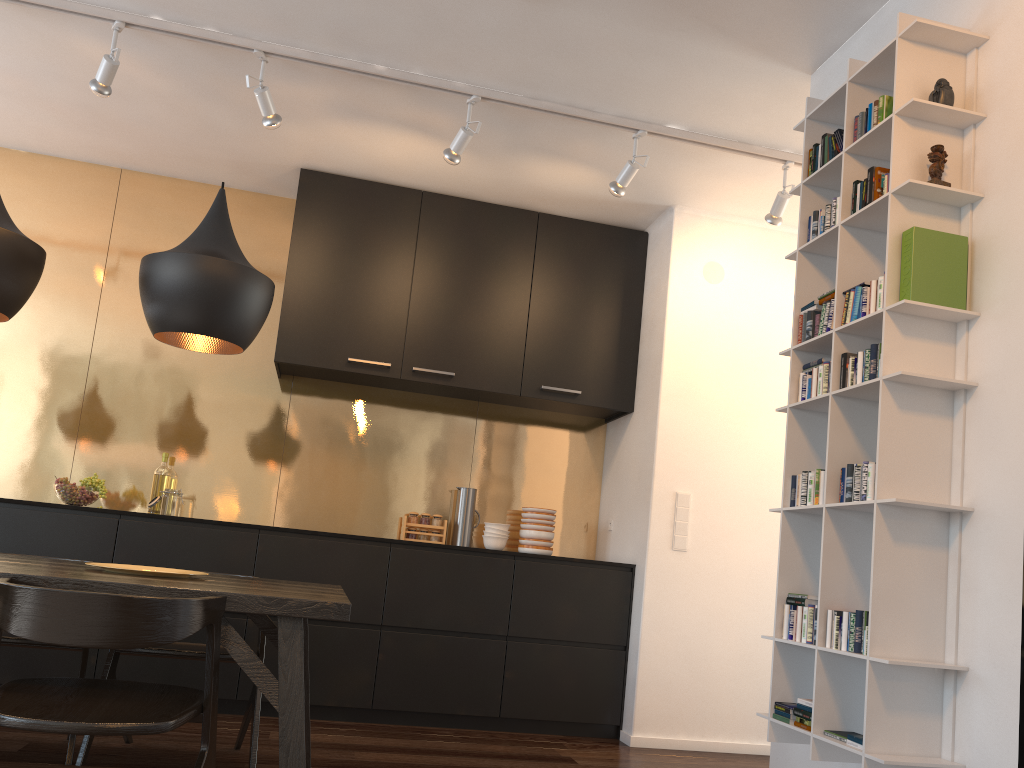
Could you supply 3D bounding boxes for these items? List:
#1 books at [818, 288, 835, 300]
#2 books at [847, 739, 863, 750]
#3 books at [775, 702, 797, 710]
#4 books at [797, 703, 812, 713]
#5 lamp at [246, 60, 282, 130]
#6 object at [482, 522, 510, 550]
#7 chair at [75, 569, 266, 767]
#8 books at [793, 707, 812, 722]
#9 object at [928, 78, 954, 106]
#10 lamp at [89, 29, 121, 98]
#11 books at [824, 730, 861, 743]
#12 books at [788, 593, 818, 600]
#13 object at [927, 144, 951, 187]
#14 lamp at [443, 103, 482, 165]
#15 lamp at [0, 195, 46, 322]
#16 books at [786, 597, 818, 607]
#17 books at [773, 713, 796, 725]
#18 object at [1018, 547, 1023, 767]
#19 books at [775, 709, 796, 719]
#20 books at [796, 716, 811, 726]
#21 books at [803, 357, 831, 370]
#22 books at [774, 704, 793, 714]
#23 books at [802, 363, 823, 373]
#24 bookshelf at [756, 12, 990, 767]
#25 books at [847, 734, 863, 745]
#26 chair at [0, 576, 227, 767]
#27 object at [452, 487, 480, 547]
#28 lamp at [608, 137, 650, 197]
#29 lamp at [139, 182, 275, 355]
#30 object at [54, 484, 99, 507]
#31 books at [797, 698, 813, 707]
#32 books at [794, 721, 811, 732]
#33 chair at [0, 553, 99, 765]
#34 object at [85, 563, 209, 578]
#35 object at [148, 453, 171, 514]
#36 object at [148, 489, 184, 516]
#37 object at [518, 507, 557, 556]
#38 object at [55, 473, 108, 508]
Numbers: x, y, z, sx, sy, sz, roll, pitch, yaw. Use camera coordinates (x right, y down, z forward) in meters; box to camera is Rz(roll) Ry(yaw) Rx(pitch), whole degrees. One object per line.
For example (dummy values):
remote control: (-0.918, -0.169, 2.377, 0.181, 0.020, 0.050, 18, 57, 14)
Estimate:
books: (0.995, -0.269, 2.670, 0.093, 0.014, 0.113, 8, -12, -11)
books: (0.919, 0.933, 2.275, 0.070, 0.013, 0.093, 8, -12, -11)
books: (0.836, 0.956, 2.620, 0.069, 0.008, 0.108, 8, -12, -11)
books: (0.863, 0.921, 2.505, 0.070, 0.013, 0.093, 8, -12, -11)
lamp: (-0.814, -0.232, 4.239, 0.089, 1.827, 1.857, 3, -10, 22)
object: (-0.091, 0.863, 4.985, 0.157, 0.158, 0.156, 3, -10, 17)
chair: (-1.202, 1.043, 3.289, 0.594, 0.664, 0.524, 8, -9, -12)
books: (0.857, 0.941, 2.510, 0.069, 0.022, 0.108, 8, -12, -11)
object: (1.175, -0.786, 2.419, 0.060, 0.100, 0.064, 12, -11, -34)
lamp: (-1.582, -1.276, 3.504, 0.251, 0.237, 0.086, -4, -12, 44)
books: (0.916, 0.956, 2.391, 0.093, 0.012, 0.112, 8, -12, -11)
books: (0.903, 0.643, 2.666, 0.093, 0.012, 0.112, 8, -12, -11)
object: (1.151, -0.581, 2.391, 0.064, 0.138, 0.046, 9, -8, -20)
lamp: (-0.194, -1.076, 3.789, 0.086, 0.237, 0.251, 13, -12, -40)
lamp: (-1.644, -0.489, 2.703, 0.414, 0.535, 0.412, 12, -11, -35)
books: (0.884, 0.658, 2.662, 0.069, 0.022, 0.108, 8, -12, -11)
books: (0.831, 0.993, 2.619, 0.074, 0.014, 0.099, 8, -12, -11)
object: (1.109, 0.415, 1.541, 0.281, 0.992, 0.297, 7, -8, -11)
books: (0.833, 0.980, 2.621, 0.070, 0.013, 0.093, 8, -12, -11)
books: (0.859, 0.957, 2.501, 0.070, 0.013, 0.093, 8, -12, -11)
books: (0.982, -0.056, 2.764, 0.096, 0.022, 0.112, 8, -12, -11)
books: (0.833, 0.967, 2.624, 0.070, 0.015, 0.093, 8, -12, -11)
books: (0.977, -0.041, 2.759, 0.093, 0.012, 0.112, 8, -12, -11)
bookshelf: (1.033, 0.036, 2.584, 0.227, 2.053, 0.645, 7, -8, -11)
books: (0.917, 0.918, 2.272, 0.070, 0.013, 0.094, 7, -12, -6)
chair: (-0.983, 0.815, 2.080, 0.594, 0.664, 0.524, 8, -9, -13)
object: (-0.256, 0.763, 5.018, 0.164, 0.336, 0.115, 7, -8, -8)
lamp: (0.537, -0.970, 3.940, 0.086, 0.237, 0.252, 11, -11, -35)
lamp: (-0.966, -0.391, 2.841, 0.411, 0.535, 0.415, -1, -11, 36)
object: (-2.107, 0.546, 4.286, 0.219, 0.096, 0.221, -2, -13, 35)
books: (0.865, 0.908, 2.508, 0.070, 0.013, 0.093, 8, -12, -11)
books: (0.858, 0.974, 2.506, 0.069, 0.016, 0.108, 8, -12, -11)
chair: (-1.793, 0.958, 3.169, 0.594, 0.664, 0.524, 8, -9, -13)
object: (-1.115, 0.574, 2.710, 0.356, 0.016, 0.359, 7, -12, -8)
object: (-1.865, 0.533, 4.701, 0.092, 0.336, 0.092, -2, -11, 45)
object: (-1.774, 0.606, 4.546, 0.178, 0.150, 0.088, 13, -11, -34)
object: (0.142, 0.841, 5.016, 0.200, 0.261, 0.198, 13, -11, -36)
object: (-2.089, 0.508, 4.280, 0.241, 0.171, 0.179, 11, -11, -26)
